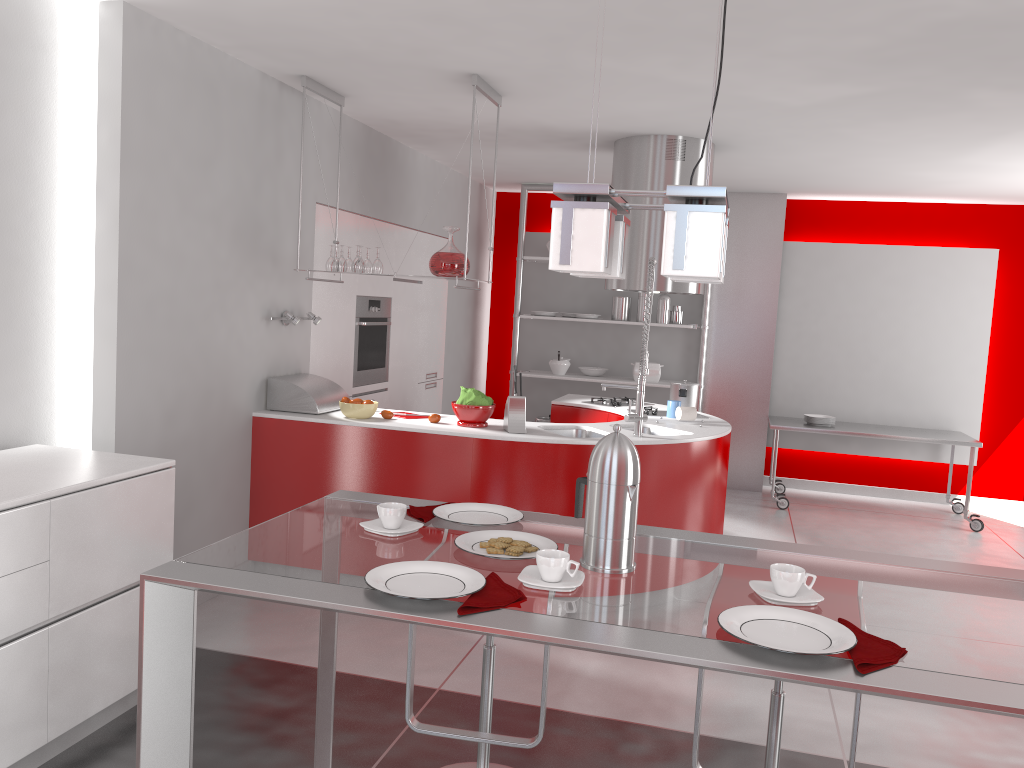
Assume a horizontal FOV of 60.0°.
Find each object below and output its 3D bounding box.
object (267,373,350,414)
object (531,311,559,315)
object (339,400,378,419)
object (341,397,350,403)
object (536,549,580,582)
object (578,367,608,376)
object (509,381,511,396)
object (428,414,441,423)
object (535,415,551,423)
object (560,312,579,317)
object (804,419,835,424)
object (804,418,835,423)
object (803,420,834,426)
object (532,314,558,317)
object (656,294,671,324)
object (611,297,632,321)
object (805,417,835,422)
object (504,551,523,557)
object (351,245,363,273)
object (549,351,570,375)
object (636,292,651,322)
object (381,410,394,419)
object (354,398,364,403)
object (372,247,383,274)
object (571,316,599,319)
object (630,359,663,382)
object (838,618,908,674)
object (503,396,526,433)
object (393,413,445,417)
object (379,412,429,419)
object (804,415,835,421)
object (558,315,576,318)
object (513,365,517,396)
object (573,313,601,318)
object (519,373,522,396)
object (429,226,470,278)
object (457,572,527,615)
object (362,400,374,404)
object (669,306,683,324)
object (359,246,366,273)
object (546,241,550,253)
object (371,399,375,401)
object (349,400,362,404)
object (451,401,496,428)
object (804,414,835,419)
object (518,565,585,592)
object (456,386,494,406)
[{"bbox_3d":[-1.102,0.048,4.858,0.300,0.170,0.400,5,5,14],"label":"object"},{"bbox_3d":[0.289,-0.618,7.832,0.244,0.042,0.244,3,5,-1],"label":"object"},{"bbox_3d":[-0.800,0.136,4.624,0.201,0.086,0.201,5,5,15],"label":"object"},{"bbox_3d":[-0.864,0.096,4.639,0.055,0.058,0.066,3,5,0],"label":"object"},{"bbox_3d":[0.079,0.339,1.635,0.062,0.049,0.078,0,6,-35],"label":"object"},{"bbox_3d":[0.727,-0.107,7.954,0.272,0.072,0.272,1,5,-21],"label":"object"},{"bbox_3d":[-0.008,0.083,4.456,0.009,0.197,0.091,2,5,-14],"label":"object"},{"bbox_3d":[-0.402,0.178,4.604,0.064,0.048,0.063,3,5,-7],"label":"object"},{"bbox_3d":[0.341,0.349,8.010,0.308,0.130,0.407,5,5,22],"label":"object"},{"bbox_3d":[0.549,-0.617,7.994,0.244,0.042,0.244,4,5,6],"label":"object"},{"bbox_3d":[2.522,0.314,7.283,0.228,0.020,0.228,3,5,-4],"label":"object"},{"bbox_3d":[2.523,0.304,7.282,0.228,0.020,0.228,3,5,-4],"label":"object"},{"bbox_3d":[2.521,0.324,7.284,0.228,0.020,0.228,3,5,-4],"label":"object"},{"bbox_3d":[0.288,-0.604,7.833,0.280,0.015,0.280,-1,6,-38],"label":"object"},{"bbox_3d":[1.288,-0.651,7.527,0.115,0.274,0.115,4,5,7],"label":"object"},{"bbox_3d":[0.947,-0.653,7.712,0.184,0.205,0.172,5,5,20],"label":"object"},{"bbox_3d":[2.523,0.294,7.281,0.228,0.020,0.228,3,5,-4],"label":"object"},{"bbox_3d":[0.005,0.344,1.812,0.034,0.006,0.036,5,5,19],"label":"object"},{"bbox_3d":[-0.794,-0.642,4.567,0.060,0.141,0.060,3,5,-9],"label":"object"},{"bbox_3d":[0.423,-0.189,7.875,0.192,0.214,0.192,3,5,1],"label":"object"},{"bbox_3d":[1.134,-0.695,7.615,0.109,0.329,0.110,4,5,12],"label":"object"},{"bbox_3d":[-0.654,0.162,4.648,0.065,0.047,0.063,5,5,14],"label":"object"},{"bbox_3d":[-0.810,0.101,4.670,0.066,0.049,0.062,4,5,11],"label":"object"},{"bbox_3d":[-0.701,-0.642,4.629,0.060,0.141,0.060,5,5,14],"label":"object"},{"bbox_3d":[0.653,-0.574,7.725,0.280,0.015,0.280,8,7,44],"label":"object"},{"bbox_3d":[1.173,-0.124,7.741,0.282,0.197,0.235,4,5,4],"label":"object"},{"bbox_3d":[0.575,0.414,1.397,0.095,0.012,0.234,4,5,13],"label":"object"},{"bbox_3d":[0.018,0.148,4.449,0.091,0.178,0.137,2,5,-12],"label":"object"},{"bbox_3d":[-0.517,0.167,4.812,0.375,0.008,0.041,3,5,-9],"label":"object"},{"bbox_3d":[-0.574,0.171,4.809,0.266,0.006,0.168,8,7,41],"label":"object"},{"bbox_3d":[2.524,0.284,7.280,0.228,0.020,0.228,3,5,-4],"label":"object"},{"bbox_3d":[0.548,-0.603,7.995,0.280,0.015,0.280,-1,6,-38],"label":"object"},{"bbox_3d":[0.017,0.069,4.469,0.014,0.322,0.150,2,5,-14],"label":"object"},{"bbox_3d":[0.653,-0.587,7.724,0.244,0.042,0.244,3,5,-1],"label":"object"},{"bbox_3d":[0.045,0.087,4.468,0.012,0.279,0.130,2,5,-14],"label":"object"},{"bbox_3d":[-0.320,-0.679,4.591,0.213,0.266,0.213,8,7,42],"label":"object"},{"bbox_3d":[-0.021,0.367,1.544,0.095,0.012,0.234,4,5,13],"label":"object"},{"bbox_3d":[-0.754,0.107,4.635,0.066,0.049,0.062,5,5,22],"label":"object"},{"bbox_3d":[1.422,-0.599,7.690,0.127,0.157,0.127,6,6,25],"label":"object"},{"bbox_3d":[-0.797,-0.650,4.653,0.060,0.141,0.060,5,5,14],"label":"object"},{"bbox_3d":[0.417,-1.199,7.835,0.231,0.191,0.231,0,6,-35],"label":"object"},{"bbox_3d":[-0.776,0.118,4.930,0.043,0.066,0.042,6,6,27],"label":"object"},{"bbox_3d":[-0.813,0.106,4.608,0.065,0.052,0.062,3,5,-1],"label":"object"},{"bbox_3d":[-0.201,0.157,4.575,0.229,0.118,0.228,2,5,-14],"label":"object"},{"bbox_3d":[2.524,0.273,7.280,0.228,0.020,0.228,3,5,-4],"label":"object"},{"bbox_3d":[0.073,0.362,1.643,0.119,0.016,0.119,4,5,12],"label":"object"},{"bbox_3d":[-0.188,0.104,4.568,0.198,0.182,0.193,5,5,20],"label":"object"}]
